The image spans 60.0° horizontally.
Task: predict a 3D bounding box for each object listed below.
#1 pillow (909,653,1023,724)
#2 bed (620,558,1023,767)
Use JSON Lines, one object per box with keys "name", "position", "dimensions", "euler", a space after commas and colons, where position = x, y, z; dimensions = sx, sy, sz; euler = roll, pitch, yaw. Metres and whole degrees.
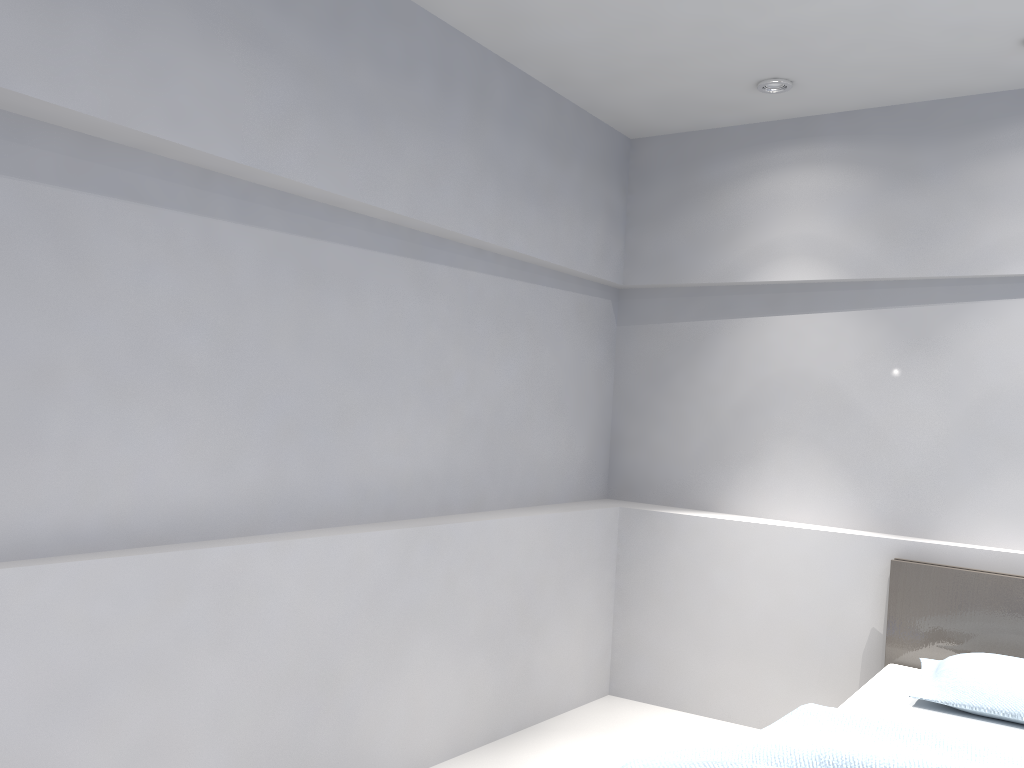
{"name": "pillow", "position": [1.756, 1.033, 2.984], "dimensions": [0.746, 0.173, 0.417], "euler": [3, -2, 31]}
{"name": "bed", "position": [1.283, 1.048, 2.439], "dimensions": [1.411, 0.752, 2.319], "euler": [2, -2, 36]}
